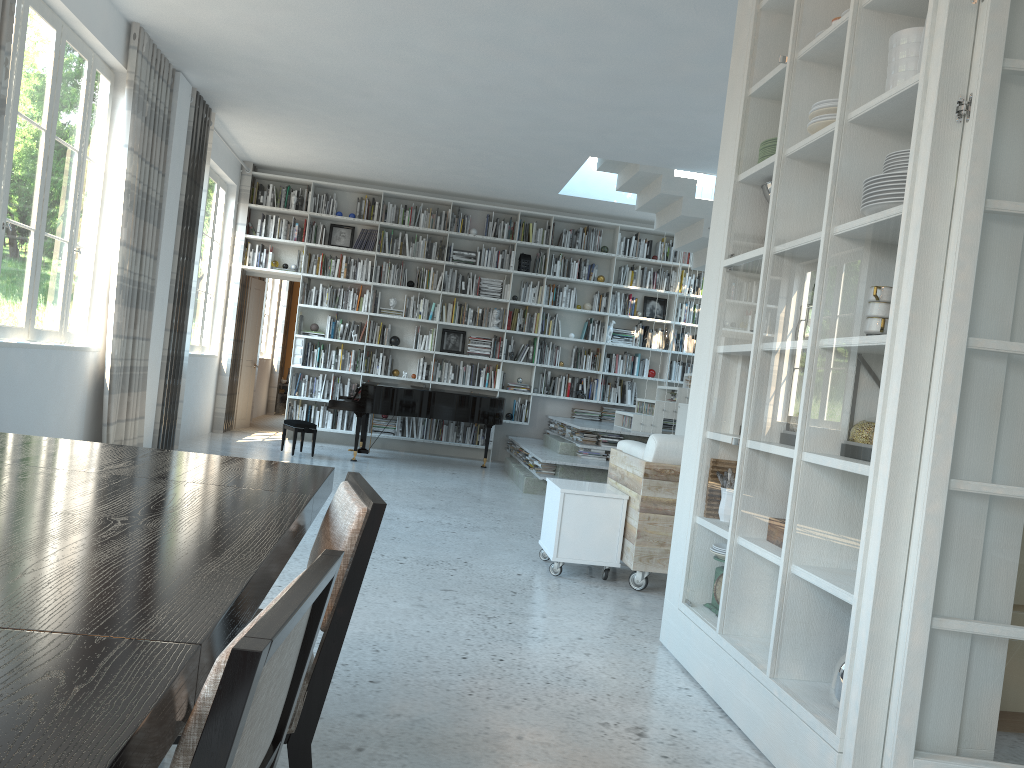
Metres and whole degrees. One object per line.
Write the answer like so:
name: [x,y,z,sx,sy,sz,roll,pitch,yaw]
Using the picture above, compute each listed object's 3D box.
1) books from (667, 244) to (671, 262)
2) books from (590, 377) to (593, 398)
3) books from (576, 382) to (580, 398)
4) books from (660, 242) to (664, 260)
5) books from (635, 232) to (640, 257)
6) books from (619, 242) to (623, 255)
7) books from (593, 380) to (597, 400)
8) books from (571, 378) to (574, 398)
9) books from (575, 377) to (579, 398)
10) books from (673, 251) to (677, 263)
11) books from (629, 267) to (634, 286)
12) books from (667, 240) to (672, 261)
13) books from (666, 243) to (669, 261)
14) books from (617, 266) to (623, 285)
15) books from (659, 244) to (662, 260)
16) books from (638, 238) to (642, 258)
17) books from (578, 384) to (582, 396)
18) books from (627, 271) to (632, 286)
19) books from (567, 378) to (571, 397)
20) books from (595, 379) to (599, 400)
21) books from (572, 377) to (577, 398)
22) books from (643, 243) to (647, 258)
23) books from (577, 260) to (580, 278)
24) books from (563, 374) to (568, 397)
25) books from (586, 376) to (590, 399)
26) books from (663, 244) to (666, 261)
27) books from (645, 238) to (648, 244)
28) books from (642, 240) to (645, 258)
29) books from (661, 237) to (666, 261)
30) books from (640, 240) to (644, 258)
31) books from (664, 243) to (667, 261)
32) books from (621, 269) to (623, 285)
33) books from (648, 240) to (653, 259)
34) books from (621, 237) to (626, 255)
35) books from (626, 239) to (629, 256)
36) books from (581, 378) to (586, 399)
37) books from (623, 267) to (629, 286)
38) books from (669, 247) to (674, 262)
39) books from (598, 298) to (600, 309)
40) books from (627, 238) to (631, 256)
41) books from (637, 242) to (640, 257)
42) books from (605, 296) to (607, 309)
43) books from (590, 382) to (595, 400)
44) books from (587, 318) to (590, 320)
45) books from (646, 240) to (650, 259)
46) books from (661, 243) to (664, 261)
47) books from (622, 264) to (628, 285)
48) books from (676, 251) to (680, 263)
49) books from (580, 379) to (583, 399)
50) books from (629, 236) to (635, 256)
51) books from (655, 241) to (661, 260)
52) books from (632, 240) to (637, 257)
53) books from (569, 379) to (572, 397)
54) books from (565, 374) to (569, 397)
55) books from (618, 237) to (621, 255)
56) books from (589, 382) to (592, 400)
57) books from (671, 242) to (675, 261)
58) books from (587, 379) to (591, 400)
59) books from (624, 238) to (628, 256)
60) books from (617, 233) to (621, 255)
books: [1.976,-1.650,11.298,0.018,0.235,0.186,7,1,-7]
books: [0.992,0.058,11.270,0.012,0.282,0.143,7,1,-7]
books: [0.823,0.073,11.238,0.022,0.211,0.135,7,1,-7]
books: [1.883,-1.670,11.294,0.016,0.252,0.189,7,1,-7]
books: [1.572,-1.747,11.249,0.014,0.332,0.180,7,1,-7]
books: [1.367,-1.696,11.221,0.022,0.182,0.189,7,1,-7]
books: [1.036,0.075,11.252,0.026,0.258,0.156,7,1,-7]
books: [0.752,0.049,11.237,0.021,0.242,0.131,7,1,-7]
books: [0.803,0.045,11.233,0.026,0.263,0.169,7,1,-7]
books: [2.067,-1.628,11.338,0.031,0.211,0.131,7,1,-7]
books: [1.502,-1.350,11.257,0.026,0.261,0.167,7,1,-7]
books: [1.996,-1.680,11.319,0.020,0.299,0.131,7,1,-7]
books: [1.957,-1.664,11.317,0.017,0.257,0.146,7,1,-7]
books: [1.367,-1.363,11.254,0.012,0.254,0.161,7,1,-7]
books: [1.862,-1.657,11.287,0.008,0.220,0.182,7,1,-7]
books: [1.611,-1.707,11.258,0.014,0.262,0.168,7,1,-7]
books: [0.845,0.091,11.234,0.025,0.181,0.169,7,1,-7]
books: [1.474,-1.326,11.250,0.025,0.207,0.175,7,1,-7]
books: [0.705,0.043,11.210,0.031,0.244,0.184,7,1,-7]
books: [1.062,0.071,11.255,0.025,0.272,0.171,7,1,-7]
books: [0.778,0.042,11.223,0.026,0.262,0.173,7,1,-7]
books: [1.669,-1.670,11.262,0.024,0.202,0.190,7,1,-7]
books: [0.825,-1.436,11.214,0.010,0.272,0.120,7,1,-7]
books: [0.672,0.018,11.225,0.012,0.285,0.159,7,1,-7]
books: [0.948,0.047,11.251,0.013,0.294,0.134,7,1,-7]
books: [1.917,-1.653,11.290,0.007,0.226,0.170,7,1,-7]
books: [1.688,-1.707,11.290,0.012,0.279,0.153,7,1,-7]
books: [1.648,-1.699,11.272,0.021,0.254,0.151,7,1,-7]
books: [1.915,-1.701,11.297,0.007,0.321,0.165,7,1,-7]
books: [1.627,-1.692,11.262,0.022,0.236,0.172,7,1,-7]
books: [1.935,-1.662,11.299,0.031,0.249,0.164,7,1,-7]
books: [1.379,-1.352,11.253,0.013,0.237,0.141,7,1,-7]
books: [1.739,-1.690,11.280,0.030,0.257,0.164,7,1,-7]
books: [1.393,-1.728,11.235,0.025,0.250,0.178,7,1,-7]
books: [1.442,-1.712,11.244,0.024,0.231,0.168,7,1,-7]
books: [0.907,0.056,11.237,0.070,0.266,0.186,7,1,-7]
books: [1.448,-1.351,11.270,0.026,0.251,0.130,7,1,-7]
books: [2.015,-1.633,11.309,0.029,0.210,0.169,7,1,-7]
books: [1.087,-1.013,11.253,0.011,0.227,0.131,7,1,-7]
books: [1.467,-1.718,11.264,0.027,0.249,0.140,7,1,-7]
books: [1.584,-1.690,11.276,0.030,0.220,0.133,7,1,-7]
books: [1.169,-1.000,11.246,0.013,0.221,0.155,7,1,-7]
books: [1.010,0.087,11.243,0.025,0.228,0.175,7,1,-7]
books: [0.960,-0.689,11.240,0.016,0.290,0.135,7,1,-7]
books: [1.716,-1.691,11.290,0.012,0.254,0.161,7,1,-7]
books: [1.898,-1.672,11.310,0.017,0.259,0.136,7,1,-7]
books: [1.413,-1.371,11.256,0.051,0.282,0.166,7,1,-7]
books: [2.101,-1.650,11.319,0.026,0.263,0.163,7,1,-7]
books: [0.867,0.060,11.238,0.012,0.249,0.164,7,1,-7]
books: [1.507,-1.728,11.251,0.048,0.278,0.150,7,1,-7]
books: [1.851,-1.676,11.282,0.019,0.256,0.169,7,1,-7]
books: [1.543,-1.700,11.258,0.030,0.231,0.148,7,1,-7]
books: [0.730,0.049,11.228,0.025,0.238,0.156,7,1,-7]
books: [0.687,0.016,11.204,0.012,0.293,0.175,7,1,-7]
books: [1.351,-1.739,11.247,0.014,0.264,0.140,7,1,-7]
books: [0.979,0.088,11.244,0.013,0.220,0.168,7,1,-7]
books: [2.044,-1.665,11.329,0.025,0.279,0.136,7,1,-7]
books: [0.963,0.063,11.254,0.021,0.265,0.150,7,1,-7]
books: [1.419,-1.720,11.233,0.026,0.242,0.184,7,1,-7]
books: [1.333,-1.757,11.235,0.028,0.294,0.150,7,1,-7]
